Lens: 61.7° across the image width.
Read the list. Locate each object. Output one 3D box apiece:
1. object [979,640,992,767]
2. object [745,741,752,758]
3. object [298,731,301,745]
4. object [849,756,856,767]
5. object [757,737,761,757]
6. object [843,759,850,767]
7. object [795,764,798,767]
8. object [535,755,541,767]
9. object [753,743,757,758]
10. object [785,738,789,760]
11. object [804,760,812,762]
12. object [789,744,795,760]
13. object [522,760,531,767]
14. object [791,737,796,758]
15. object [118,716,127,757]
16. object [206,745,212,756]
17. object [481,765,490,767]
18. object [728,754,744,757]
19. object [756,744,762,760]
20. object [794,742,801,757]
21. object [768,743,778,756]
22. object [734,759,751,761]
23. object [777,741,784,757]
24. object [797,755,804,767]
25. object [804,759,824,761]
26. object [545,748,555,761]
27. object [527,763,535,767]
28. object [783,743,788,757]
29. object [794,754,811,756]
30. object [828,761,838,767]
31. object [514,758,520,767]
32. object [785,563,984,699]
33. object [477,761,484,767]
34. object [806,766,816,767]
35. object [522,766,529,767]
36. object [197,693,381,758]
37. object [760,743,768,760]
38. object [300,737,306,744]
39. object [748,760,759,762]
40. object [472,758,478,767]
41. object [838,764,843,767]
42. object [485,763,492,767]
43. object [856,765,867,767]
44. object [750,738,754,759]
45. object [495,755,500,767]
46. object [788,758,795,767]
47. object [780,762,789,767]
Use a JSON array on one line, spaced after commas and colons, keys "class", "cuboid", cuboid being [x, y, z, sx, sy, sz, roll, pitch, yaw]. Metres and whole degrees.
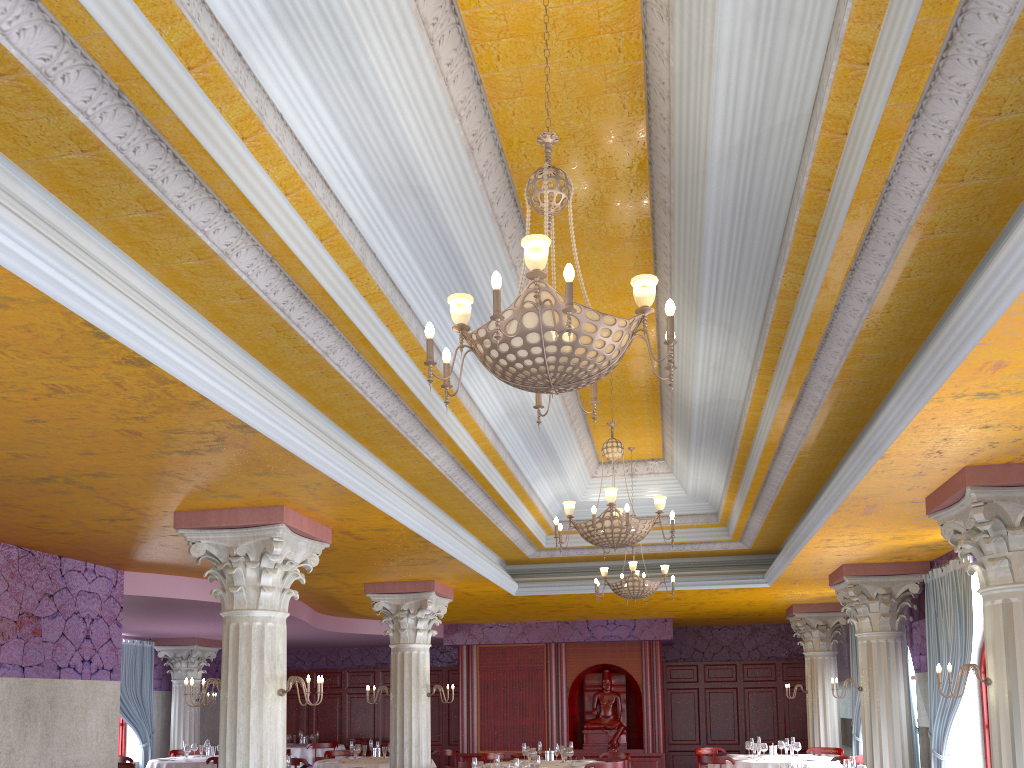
[{"class": "object", "cuboid": [5.515, 3.051, 8.794, 0.160, 2.435, 3.757, -2, -16, 10]}, {"class": "object", "cuboid": [3.896, 6.014, 14.085, 0.123, 0.254, 0.126, -5, -10, 24]}, {"class": "object", "cuboid": [-5.062, 8.441, 20.431, 0.074, 0.323, 0.076, -1, -7, 2]}, {"class": "object", "cuboid": [3.698, 4.204, 9.287, 0.074, 0.323, 0.076, -1, -7, 2]}, {"class": "object", "cuboid": [4.103, 6.025, 14.218, 0.075, 0.323, 0.075, 6, -9, -43]}, {"class": "object", "cuboid": [3.445, 4.029, 8.807, 0.075, 0.323, 0.075, 6, -9, -43]}, {"class": "object", "cuboid": [3.115, 4.322, 9.454, 0.086, 0.229, 0.088, -3, -8, 13]}, {"class": "object", "cuboid": [0.307, 4.532, 10.058, 0.074, 0.323, 0.076, 2, -7, -21]}, {"class": "object", "cuboid": [4.002, 6.044, 14.134, 0.086, 0.229, 0.089, 1, -8, -9]}, {"class": "object", "cuboid": [4.332, 5.751, 13.487, 0.075, 0.323, 0.075, 6, -9, -43]}, {"class": "object", "cuboid": [4.491, 5.775, 13.124, 0.028, 0.013, 0.242, 11, -23, -31]}, {"class": "object", "cuboid": [4.434, 5.826, 13.561, 0.086, 0.229, 0.089, 1, -8, -9]}, {"class": "object", "cuboid": [0.177, 4.644, 10.261, 0.123, 0.254, 0.126, -5, -10, 24]}, {"class": "object", "cuboid": [4.585, 5.926, 13.967, 0.075, 0.323, 0.075, 6, -9, -43]}, {"class": "object", "cuboid": [-8.465, 5.977, 16.218, 0.160, 2.435, 3.757, -2, -16, 10]}, {"class": "object", "cuboid": [-5.535, 6.722, 15.714, 0.144, 0.204, 0.074, 1, -8, -9]}, {"class": "object", "cuboid": [-0.297, 4.413, 9.621, 0.122, 0.254, 0.127, -1, -9, 2]}, {"class": "object", "cuboid": [3.784, 6.275, 14.464, 0.314, 0.023, 0.331, -4, -21, 10]}, {"class": "object", "cuboid": [3.930, 5.859, 13.633, 0.086, 0.229, 0.089, 1, -8, -9]}, {"class": "object", "cuboid": [4.539, 5.831, 13.614, 0.123, 0.254, 0.126, -5, -10, 24]}, {"class": "object", "cuboid": [4.245, 5.938, 13.931, 0.144, 0.204, 0.074, 1, -8, -9]}, {"class": "object", "cuboid": [3.588, 5.884, 13.403, 0.314, 0.023, 0.331, -4, -21, 10]}, {"class": "object", "cuboid": [4.455, 6.038, 14.169, 0.122, 0.254, 0.127, -1, -9, 2]}, {"class": "object", "cuboid": [3.216, 4.303, 9.538, 0.074, 0.323, 0.076, 2, -7, -21]}, {"class": "object", "cuboid": [4.655, 5.799, 13.210, 0.314, 0.023, 0.331, -4, -21, 10]}, {"class": "object", "cuboid": [0.582, 5.739, 13.268, 0.144, 0.204, 0.074, 1, -8, -9]}, {"class": "object", "cuboid": [0.229, 4.618, 10.154, 0.086, 0.229, 0.088, -3, -8, 13]}, {"class": "object", "cuboid": [4.506, 6.011, 14.063, 0.087, 0.229, 0.088, -6, -10, 35]}, {"class": "object", "cuboid": [4.850, 6.189, 14.271, 0.314, 0.023, 0.331, -4, -21, 10]}, {"class": "object", "cuboid": [3.568, 4.316, 9.489, 0.122, 0.254, 0.127, -1, -9, 2]}, {"class": "object", "cuboid": [0.054, 4.358, 9.579, 0.075, 0.323, 0.075, 6, -9, -43]}, {"class": "object", "cuboid": [4.336, 2.374, 6.247, 2.097, 3.436, 30.769, -2, -20, 10]}, {"class": "object", "cuboid": [-0.381, 4.620, 10.176, 0.123, 0.254, 0.127, 3, -9, -20]}, {"class": "object", "cuboid": [3.094, 4.085, 8.849, 0.123, 0.254, 0.127, 3, -9, -20]}, {"class": "object", "cuboid": [0.156, 4.433, 9.653, 0.087, 0.229, 0.088, -6, -10, 35]}, {"class": "object", "cuboid": [-4.423, 6.540, 16.590, 5.808, 1.142, 0.360, -17, -16, 37]}, {"class": "object", "cuboid": [3.981, 5.807, 13.529, 0.123, 0.254, 0.127, 3, -9, -20]}, {"class": "object", "cuboid": [-4.921, 8.355, 20.145, 0.144, 0.204, 0.074, 1, -8, -9]}, {"class": "object", "cuboid": [3.736, 5.828, 13.251, 0.260, 0.019, 0.057, 11, -22, -29]}, {"class": "object", "cuboid": [-0.428, 4.457, 9.830, 0.074, 0.323, 0.076, -1, -7, 2]}, {"class": "object", "cuboid": [3.619, 4.289, 9.383, 0.087, 0.229, 0.088, -6, -10, 35]}, {"class": "object", "cuboid": [-0.276, 4.651, 10.226, 0.086, 0.229, 0.088, -3, -8, 13]}, {"class": "object", "cuboid": [3.652, 4.109, 8.934, 0.123, 0.254, 0.127, 3, -9, -20]}, {"class": "object", "cuboid": [3.850, 5.850, 13.739, 0.075, 0.323, 0.075, 6, -9, -43]}, {"class": "object", "cuboid": [-0.174, 4.631, 10.310, 0.075, 0.323, 0.075, 6, -9, -43]}, {"class": "object", "cuboid": [2.963, 4.129, 9.059, 0.074, 0.323, 0.076, -4, -7, 24]}, {"class": "object", "cuboid": [3.009, 4.292, 9.405, 0.123, 0.254, 0.126, -5, -10, 24]}]
